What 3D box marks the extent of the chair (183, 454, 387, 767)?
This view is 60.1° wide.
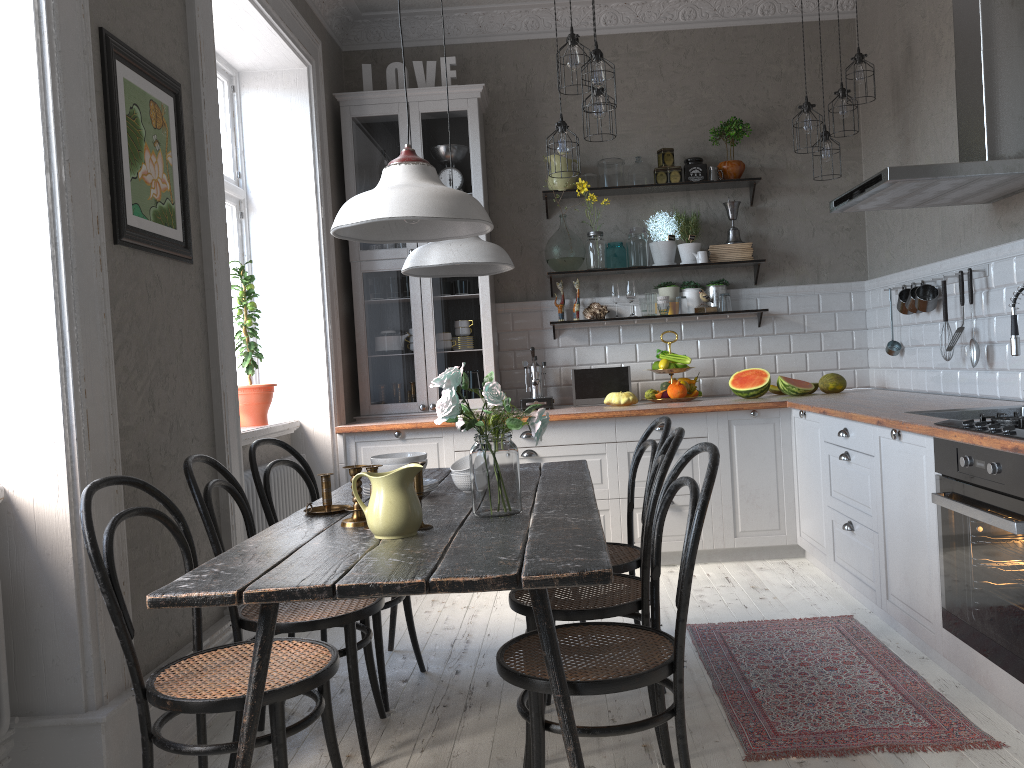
[{"bbox_3d":[-0.665,0.655,2.683,0.550,0.920,0.437,-3,1,-1],"label":"chair"}]

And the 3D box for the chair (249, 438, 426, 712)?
[{"bbox_3d":[-0.619,0.642,3.169,0.544,0.920,0.442,-3,1,14],"label":"chair"}]

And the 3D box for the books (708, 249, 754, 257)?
[{"bbox_3d":[1.339,-0.801,5.429,0.260,0.011,0.158,-3,1,4],"label":"books"}]

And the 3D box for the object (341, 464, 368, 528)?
[{"bbox_3d":[-0.413,0.288,2.357,0.097,0.172,0.095,-4,1,-17],"label":"object"}]

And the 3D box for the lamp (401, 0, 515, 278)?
[{"bbox_3d":[-0.236,-1.303,2.957,0.377,1.859,0.382,-3,1,10],"label":"lamp"}]

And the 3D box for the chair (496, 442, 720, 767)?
[{"bbox_3d":[0.235,0.615,2.097,0.550,0.920,0.437,-3,1,-1],"label":"chair"}]

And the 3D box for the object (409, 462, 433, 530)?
[{"bbox_3d":[-0.235,0.282,2.247,0.058,0.167,0.060,-3,1,16],"label":"object"}]

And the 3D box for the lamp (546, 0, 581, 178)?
[{"bbox_3d":[0.194,-1.839,4.108,0.149,1.735,0.144,-4,2,-31],"label":"lamp"}]

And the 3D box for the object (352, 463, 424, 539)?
[{"bbox_3d":[-0.295,0.286,2.164,0.153,0.170,0.133,-4,2,-37],"label":"object"}]

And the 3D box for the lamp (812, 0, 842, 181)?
[{"bbox_3d":[1.641,-1.971,4.733,0.149,1.735,0.144,-4,2,-26],"label":"lamp"}]

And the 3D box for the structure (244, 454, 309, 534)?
[{"bbox_3d":[-1.153,0.593,4.098,0.149,0.428,1.223,-3,1,1],"label":"structure"}]

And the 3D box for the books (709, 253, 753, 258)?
[{"bbox_3d":[1.340,-0.779,5.430,0.259,0.016,0.159,-3,1,11],"label":"books"}]

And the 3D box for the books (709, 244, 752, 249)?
[{"bbox_3d":[1.337,-0.833,5.428,0.259,0.016,0.159,-3,1,11],"label":"books"}]

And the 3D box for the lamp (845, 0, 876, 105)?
[{"bbox_3d":[1.792,-2.360,4.657,0.149,1.735,0.144,-4,2,-26],"label":"lamp"}]

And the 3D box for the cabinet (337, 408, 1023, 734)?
[{"bbox_3d":[1.080,0.552,4.010,2.030,0.854,4.106,-4,2,-42],"label":"cabinet"}]

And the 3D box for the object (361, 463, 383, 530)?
[{"bbox_3d":[-0.356,0.286,2.284,0.061,0.172,0.063,-3,1,24],"label":"object"}]

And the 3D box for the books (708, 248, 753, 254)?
[{"bbox_3d":[1.338,-0.812,5.429,0.260,0.011,0.158,-3,1,7],"label":"books"}]

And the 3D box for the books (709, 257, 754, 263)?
[{"bbox_3d":[1.341,-0.758,5.430,0.260,0.011,0.158,-3,1,7],"label":"books"}]

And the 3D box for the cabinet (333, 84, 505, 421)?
[{"bbox_3d":[-0.527,-0.747,5.314,0.879,1.921,0.388,-3,1,1],"label":"cabinet"}]

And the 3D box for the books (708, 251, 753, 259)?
[{"bbox_3d":[1.339,-0.790,5.429,0.260,0.011,0.158,-3,1,7],"label":"books"}]

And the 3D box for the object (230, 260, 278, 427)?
[{"bbox_3d":[-1.295,-0.201,4.327,0.255,0.813,0.265,-3,2,29],"label":"object"}]

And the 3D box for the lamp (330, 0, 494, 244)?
[{"bbox_3d":[-0.288,-1.281,2.063,0.371,1.859,0.387,-2,2,40],"label":"lamp"}]

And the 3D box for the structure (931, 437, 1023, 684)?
[{"bbox_3d":[1.633,0.471,2.549,0.617,0.623,0.623,-3,1,2],"label":"structure"}]

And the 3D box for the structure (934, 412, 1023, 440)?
[{"bbox_3d":[1.585,0.109,2.545,0.496,0.031,0.606,-3,1,2],"label":"structure"}]

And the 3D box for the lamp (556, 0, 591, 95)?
[{"bbox_3d":[0.231,-2.178,3.940,0.148,1.735,0.145,-4,1,-11],"label":"lamp"}]

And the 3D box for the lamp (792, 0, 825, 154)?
[{"bbox_3d":[1.498,-2.083,4.598,0.144,1.735,0.149,-3,2,34],"label":"lamp"}]

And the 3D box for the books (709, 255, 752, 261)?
[{"bbox_3d":[1.341,-0.768,5.430,0.258,0.016,0.159,-3,1,14],"label":"books"}]

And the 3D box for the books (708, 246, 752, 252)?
[{"bbox_3d":[1.337,-0.822,5.428,0.258,0.016,0.159,-3,1,14],"label":"books"}]

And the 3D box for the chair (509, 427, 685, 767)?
[{"bbox_3d":[0.262,0.602,2.631,0.545,0.920,0.441,-3,1,9],"label":"chair"}]

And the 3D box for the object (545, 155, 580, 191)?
[{"bbox_3d":[0.307,-1.270,5.372,0.189,0.216,0.175,-3,1,16],"label":"object"}]

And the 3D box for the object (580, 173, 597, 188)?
[{"bbox_3d":[0.473,-1.228,5.429,0.103,0.111,0.103,-3,1,2],"label":"object"}]

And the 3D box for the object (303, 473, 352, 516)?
[{"bbox_3d":[-0.544,0.320,2.600,0.141,0.112,0.138,-4,1,-15],"label":"object"}]

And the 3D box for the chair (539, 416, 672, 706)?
[{"bbox_3d":[0.308,0.588,3.114,0.550,0.920,0.437,-3,1,-1],"label":"chair"}]

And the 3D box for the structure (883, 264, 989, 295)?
[{"bbox_3d":[2.087,-0.512,4.431,0.094,0.053,1.087,-3,1,3],"label":"structure"}]

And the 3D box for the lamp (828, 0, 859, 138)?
[{"bbox_3d":[1.768,-2.234,4.831,0.143,1.735,0.150,-2,2,44],"label":"lamp"}]

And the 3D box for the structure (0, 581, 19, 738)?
[{"bbox_3d":[-1.298,0.656,1.565,0.149,0.428,1.223,-3,1,1],"label":"structure"}]

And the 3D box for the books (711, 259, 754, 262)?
[{"bbox_3d":[1.342,-0.746,5.430,0.260,0.011,0.158,-3,1,4],"label":"books"}]

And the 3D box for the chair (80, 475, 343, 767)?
[{"bbox_3d":[-0.693,0.669,2.127,0.545,0.920,0.441,-3,1,9],"label":"chair"}]

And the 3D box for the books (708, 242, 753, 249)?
[{"bbox_3d":[1.336,-0.844,5.428,0.260,0.011,0.158,-3,1,7],"label":"books"}]

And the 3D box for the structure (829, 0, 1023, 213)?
[{"bbox_3d":[1.695,-1.563,3.548,0.712,1.596,0.713,-3,1,2],"label":"structure"}]

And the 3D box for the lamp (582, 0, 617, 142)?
[{"bbox_3d":[0.358,-2.008,4.097,0.148,1.735,0.145,-4,1,-11],"label":"lamp"}]

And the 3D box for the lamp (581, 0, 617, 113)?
[{"bbox_3d":[0.325,-2.050,3.783,0.150,1.735,0.143,-5,2,-41],"label":"lamp"}]
